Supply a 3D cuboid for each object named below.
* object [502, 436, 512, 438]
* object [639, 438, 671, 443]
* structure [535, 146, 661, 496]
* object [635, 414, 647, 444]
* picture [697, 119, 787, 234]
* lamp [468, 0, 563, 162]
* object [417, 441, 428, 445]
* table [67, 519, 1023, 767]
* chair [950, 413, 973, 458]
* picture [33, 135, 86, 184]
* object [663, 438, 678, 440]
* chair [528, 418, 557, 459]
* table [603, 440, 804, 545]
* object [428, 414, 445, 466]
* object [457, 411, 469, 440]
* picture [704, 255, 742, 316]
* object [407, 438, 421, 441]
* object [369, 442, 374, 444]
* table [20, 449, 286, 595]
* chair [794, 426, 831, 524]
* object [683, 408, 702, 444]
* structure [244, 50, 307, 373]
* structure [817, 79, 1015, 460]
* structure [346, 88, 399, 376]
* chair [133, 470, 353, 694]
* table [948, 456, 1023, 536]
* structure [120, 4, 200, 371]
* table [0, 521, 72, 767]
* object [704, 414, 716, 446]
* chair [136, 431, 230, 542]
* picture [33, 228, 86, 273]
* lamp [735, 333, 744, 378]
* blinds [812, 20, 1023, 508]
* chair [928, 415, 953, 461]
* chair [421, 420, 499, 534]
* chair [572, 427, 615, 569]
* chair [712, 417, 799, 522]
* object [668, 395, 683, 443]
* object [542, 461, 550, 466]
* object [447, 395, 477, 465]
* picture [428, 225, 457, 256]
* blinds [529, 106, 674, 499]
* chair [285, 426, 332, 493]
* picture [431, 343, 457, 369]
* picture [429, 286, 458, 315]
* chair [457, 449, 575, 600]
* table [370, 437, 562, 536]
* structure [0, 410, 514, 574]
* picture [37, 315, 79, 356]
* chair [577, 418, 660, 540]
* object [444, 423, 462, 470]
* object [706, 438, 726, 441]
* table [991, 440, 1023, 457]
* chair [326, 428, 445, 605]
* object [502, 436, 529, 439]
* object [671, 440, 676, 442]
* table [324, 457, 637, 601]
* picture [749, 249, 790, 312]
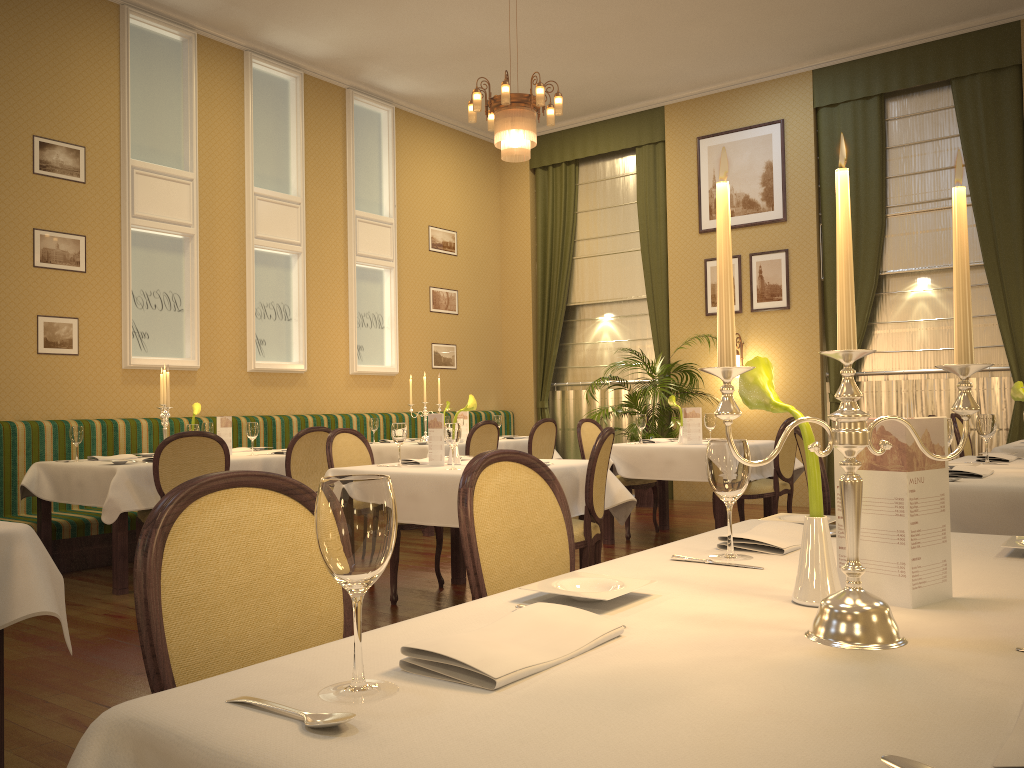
[{"bbox_3d":[-0.046,0.522,8.712,0.160,0.024,0.160,-2,-2,37],"label":"object"},{"bbox_3d":[1.141,0.454,7.075,0.142,0.033,0.273,-2,-2,37],"label":"object"},{"bbox_3d":[1.106,-0.939,10.580,1.942,4.511,0.123,-2,-2,37],"label":"structure"},{"bbox_3d":[1.008,0.351,6.920,0.088,0.229,0.088,-1,-2,-5],"label":"object"},{"bbox_3d":[2.416,-2.183,9.392,0.966,1.057,0.027,-2,-2,37],"label":"picture"},{"bbox_3d":[0.009,-2.383,5.862,0.593,1.796,0.593,-2,-2,34],"label":"lamp"},{"bbox_3d":[-0.761,0.503,7.531,0.160,0.024,0.160,-2,-2,37],"label":"object"},{"bbox_3d":[0.555,0.700,1.295,1.385,0.759,2.152,-2,-2,37],"label":"table"},{"bbox_3d":[3.580,0.690,6.563,0.571,0.955,0.530,-2,-2,37],"label":"chair"},{"bbox_3d":[-3.480,-1.725,6.826,0.008,0.294,0.401,-2,-2,37],"label":"picture"},{"bbox_3d":[1.278,0.460,7.309,0.160,0.024,0.160,-2,-2,37],"label":"object"},{"bbox_3d":[0.114,0.798,8.247,0.571,0.955,0.530,-2,-2,37],"label":"chair"},{"bbox_3d":[1.417,0.833,6.879,1.389,0.759,1.395,-2,-2,38],"label":"table"},{"bbox_3d":[-0.404,0.296,4.710,0.081,0.277,0.166,-1,-2,-7],"label":"object"},{"bbox_3d":[-0.488,0.396,8.384,0.081,0.277,0.166,0,-2,-37],"label":"object"},{"bbox_3d":[2.259,-1.052,9.499,0.412,0.619,0.022,-2,-2,37],"label":"picture"},{"bbox_3d":[-0.956,0.530,8.409,0.160,0.024,0.160,-2,-2,37],"label":"object"},{"bbox_3d":[-1.296,0.527,7.906,0.181,0.015,0.038,-2,-2,38],"label":"object"},{"bbox_3d":[-2.132,0.879,6.159,1.385,0.759,2.152,-2,-2,37],"label":"table"},{"bbox_3d":[1.527,0.654,3.822,0.571,0.955,0.530,-1,-2,12],"label":"chair"},{"bbox_3d":[1.346,0.318,6.720,0.166,0.277,0.081,-2,-2,43],"label":"object"},{"bbox_3d":[-2.277,-1.599,8.466,0.200,2.985,0.661,-2,-2,37],"label":"structure"},{"bbox_3d":[3.911,-1.046,8.486,1.900,4.511,0.134,-2,-2,37],"label":"structure"},{"bbox_3d":[-1.519,-1.586,9.483,0.200,2.985,0.670,-2,-2,37],"label":"structure"},{"bbox_3d":[-0.263,0.622,1.401,0.571,0.955,0.530,-2,-2,37],"label":"chair"},{"bbox_3d":[2.341,0.731,3.693,1.385,0.759,2.152,-2,-2,37],"label":"table"},{"bbox_3d":[-2.992,-1.612,7.506,0.200,2.985,0.687,-2,-2,37],"label":"structure"},{"bbox_3d":[-2.011,0.773,2.276,1.389,0.759,1.395,-2,-2,38],"label":"table"},{"bbox_3d":[1.440,0.331,6.436,0.088,0.229,0.088,-1,-2,-5],"label":"object"},{"bbox_3d":[-2.005,0.762,5.446,0.530,0.955,0.571,0,-2,-28],"label":"chair"},{"bbox_3d":[-3.467,-1.021,6.807,0.008,0.294,0.401,-2,-2,37],"label":"picture"},{"bbox_3d":[2.335,-0.275,9.240,0.114,0.513,0.323,-2,-2,26],"label":"lamp"},{"bbox_3d":[3.846,-1.060,8.387,1.878,4.537,0.129,-2,-2,37],"label":"blinds"},{"bbox_3d":[3.119,0.682,5.944,0.571,0.955,0.530,-2,-2,37],"label":"chair"},{"bbox_3d":[-0.415,0.790,7.592,0.571,0.955,0.530,-2,-2,37],"label":"chair"},{"bbox_3d":[0.227,0.693,4.383,0.571,0.955,0.530,-2,-2,17],"label":"chair"},{"bbox_3d":[1.819,0.721,6.524,0.571,0.955,0.530,-2,-2,37],"label":"chair"},{"bbox_3d":[1.299,0.274,6.937,0.076,0.375,0.163,0,-2,-32],"label":"object"},{"bbox_3d":[0.057,0.408,4.466,0.142,0.024,0.273,-2,-2,37],"label":"object"},{"bbox_3d":[-0.270,0.244,4.748,0.163,0.375,0.076,-1,-2,13],"label":"object"},{"bbox_3d":[-0.807,-1.678,10.415,0.008,0.294,0.504,-2,-2,37],"label":"picture"},{"bbox_3d":[1.039,-0.953,10.488,1.934,4.537,0.225,-2,-2,36],"label":"blinds"},{"bbox_3d":[-1.523,0.771,6.102,0.571,0.955,0.530,-2,-2,37],"label":"chair"},{"bbox_3d":[-0.791,-0.323,10.368,0.008,0.294,0.437,-2,-2,37],"label":"picture"},{"bbox_3d":[-0.795,-0.974,10.396,0.008,0.294,0.504,-2,-2,37],"label":"picture"},{"bbox_3d":[0.198,0.630,2.021,0.571,0.955,0.530,-2,-2,37],"label":"chair"},{"bbox_3d":[-0.520,0.907,8.324,1.385,0.759,2.152,-2,-2,37],"label":"table"},{"bbox_3d":[-4.124,0.759,5.167,0.850,1.031,14.516,-2,-2,37],"label":"structure"},{"bbox_3d":[-3.466,-0.370,6.775,0.008,0.294,0.313,-2,-2,37],"label":"picture"},{"bbox_3d":[0.854,0.759,7.306,0.571,0.955,0.530,-2,-2,37],"label":"chair"},{"bbox_3d":[-0.292,0.307,4.377,0.088,0.229,0.088,-1,-2,-11],"label":"object"},{"bbox_3d":[1.598,0.448,7.053,0.160,0.024,0.160,-2,-2,37],"label":"object"},{"bbox_3d":[3.938,0.759,5.838,1.385,0.759,2.152,-2,-2,37],"label":"table"},{"bbox_3d":[-0.755,0.731,5.151,0.571,0.955,0.530,-2,-2,27],"label":"chair"},{"bbox_3d":[0.042,0.516,8.515,0.142,0.024,0.273,-2,-2,37],"label":"object"},{"bbox_3d":[1.253,0.462,7.200,0.181,0.015,0.038,-2,-2,38],"label":"object"},{"bbox_3d":[-0.195,0.805,4.715,1.389,0.759,1.395,-2,-2,38],"label":"table"},{"bbox_3d":[2.667,-1.068,9.195,0.412,0.619,0.022,-2,-2,37],"label":"picture"}]
